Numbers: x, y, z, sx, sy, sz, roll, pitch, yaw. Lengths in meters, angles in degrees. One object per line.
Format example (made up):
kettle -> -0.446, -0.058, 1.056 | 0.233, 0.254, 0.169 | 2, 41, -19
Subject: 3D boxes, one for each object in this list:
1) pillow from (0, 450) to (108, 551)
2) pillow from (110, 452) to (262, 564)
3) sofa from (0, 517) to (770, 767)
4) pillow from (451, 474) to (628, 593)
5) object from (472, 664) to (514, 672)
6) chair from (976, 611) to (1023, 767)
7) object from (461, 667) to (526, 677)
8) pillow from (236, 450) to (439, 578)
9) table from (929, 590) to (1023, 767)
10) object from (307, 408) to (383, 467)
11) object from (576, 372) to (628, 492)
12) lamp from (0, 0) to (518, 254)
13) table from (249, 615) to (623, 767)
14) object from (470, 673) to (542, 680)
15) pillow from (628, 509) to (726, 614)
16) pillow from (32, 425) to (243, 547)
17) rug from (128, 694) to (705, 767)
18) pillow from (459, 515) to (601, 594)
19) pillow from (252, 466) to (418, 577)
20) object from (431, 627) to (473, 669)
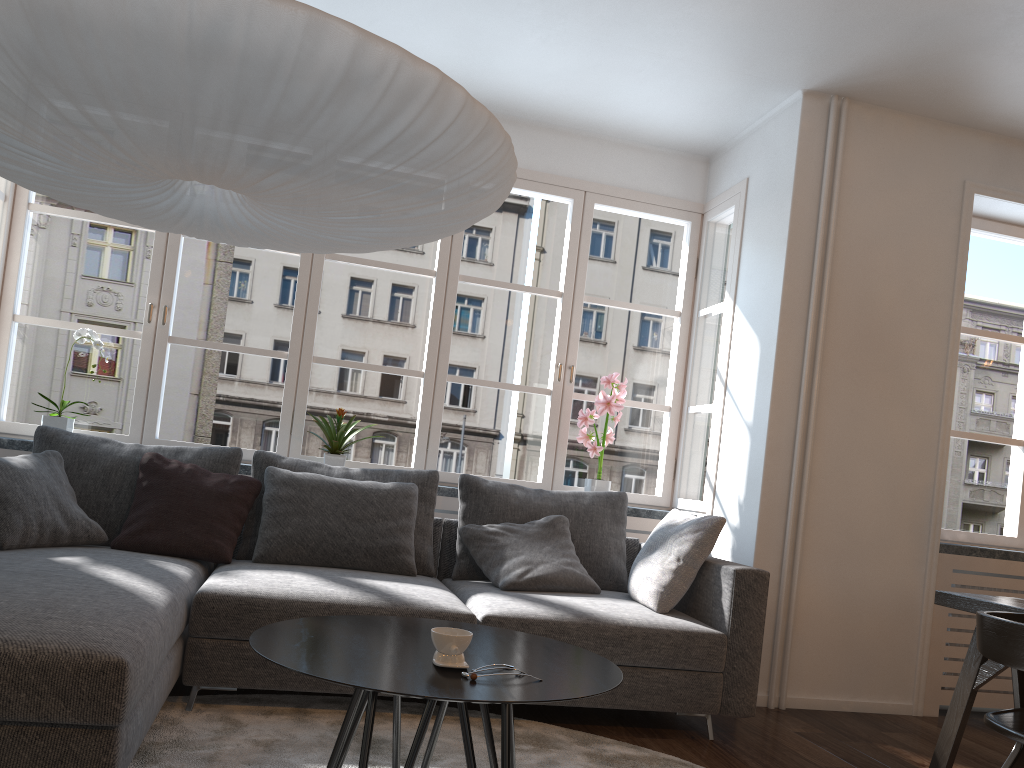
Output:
pillow -> -1.805, 0.423, 3.296 | 0.346, 0.358, 0.519 | 5, -5, 26
pillow -> -1.298, 0.497, 3.563 | 0.522, 0.402, 0.311 | 7, -4, -11
sofa -> -0.524, 0.818, 3.015 | 3.074, 0.669, 2.045 | 8, -6, -13
pillow -> 0.147, 0.693, 4.062 | 0.838, 0.475, 0.275 | 8, -3, -13
object -> -0.041, 0.610, 1.908 | 0.026, 0.010, 0.125 | 1, -8, 43
chair -> 1.481, 0.970, 2.291 | 0.521, 0.669, 0.594 | 7, -4, -14
object -> -0.036, 0.602, 1.851 | 0.164, 0.016, 0.025 | 11, -7, -38
pillow -> -0.739, 0.568, 3.866 | 0.841, 0.473, 0.277 | 8, -3, -13
table -> 2.178, 0.996, 1.832 | 1.109, 0.676, 2.507 | 8, -6, -13
object -> -0.824, 0.280, 4.310 | 0.378, 0.327, 0.322 | 10, -5, -38
object -> 0.462, 0.279, 4.624 | 0.202, 0.688, 0.297 | 8, -3, -34
lamp -> -0.725, -0.523, 2.118 | 1.467, 0.209, 1.480 | 4, -7, 24
table -> -0.194, 0.849, 2.033 | 0.848, 0.471, 0.850 | 8, -5, -11
object -> -0.009, 0.602, 1.818 | 0.168, 0.015, 0.015 | 9, -5, -26
pillow -> 0.643, 0.729, 3.706 | 0.287, 0.413, 0.495 | 7, -4, -14
pillow -> -1.578, 0.451, 3.658 | 0.838, 0.476, 0.275 | 8, -3, -13
rug -> -0.324, 1.053, 1.902 | 2.852, 0.012, 2.836 | 10, -7, -33
pillow -> 0.079, 0.716, 3.799 | 0.494, 0.320, 0.444 | 9, -5, -31
pillow -> -0.723, 0.580, 3.723 | 0.668, 0.396, 0.292 | 8, -4, -13
object -> -0.133, 0.568, 1.892 | 0.091, 0.069, 0.139 | 7, -5, -1
